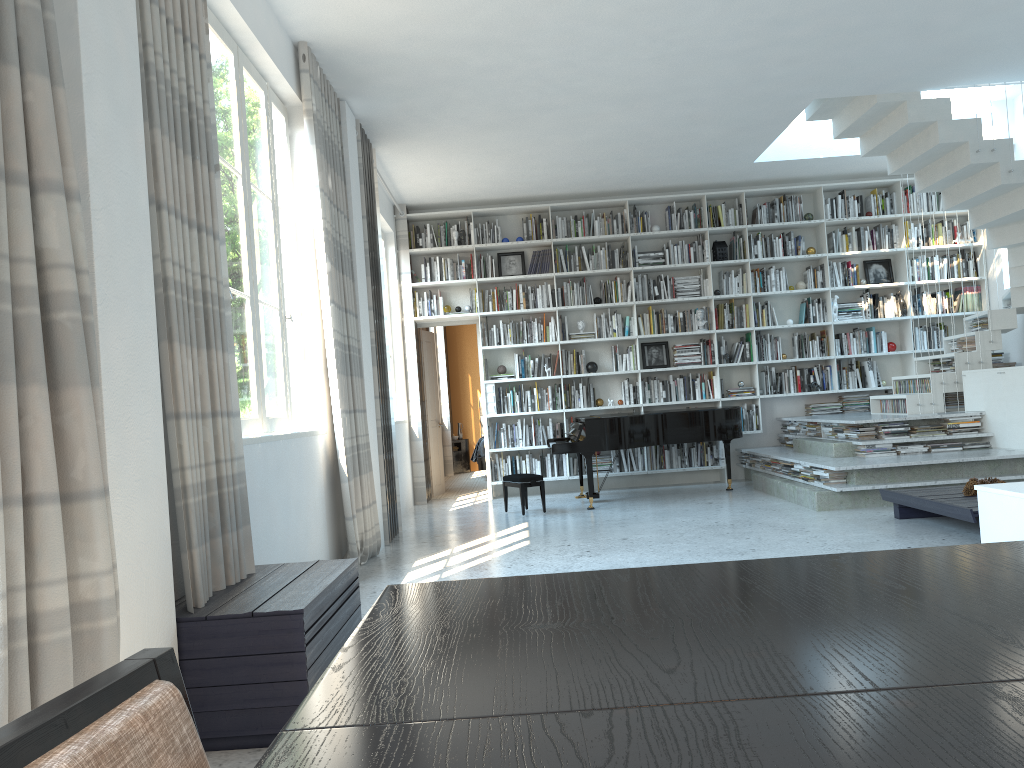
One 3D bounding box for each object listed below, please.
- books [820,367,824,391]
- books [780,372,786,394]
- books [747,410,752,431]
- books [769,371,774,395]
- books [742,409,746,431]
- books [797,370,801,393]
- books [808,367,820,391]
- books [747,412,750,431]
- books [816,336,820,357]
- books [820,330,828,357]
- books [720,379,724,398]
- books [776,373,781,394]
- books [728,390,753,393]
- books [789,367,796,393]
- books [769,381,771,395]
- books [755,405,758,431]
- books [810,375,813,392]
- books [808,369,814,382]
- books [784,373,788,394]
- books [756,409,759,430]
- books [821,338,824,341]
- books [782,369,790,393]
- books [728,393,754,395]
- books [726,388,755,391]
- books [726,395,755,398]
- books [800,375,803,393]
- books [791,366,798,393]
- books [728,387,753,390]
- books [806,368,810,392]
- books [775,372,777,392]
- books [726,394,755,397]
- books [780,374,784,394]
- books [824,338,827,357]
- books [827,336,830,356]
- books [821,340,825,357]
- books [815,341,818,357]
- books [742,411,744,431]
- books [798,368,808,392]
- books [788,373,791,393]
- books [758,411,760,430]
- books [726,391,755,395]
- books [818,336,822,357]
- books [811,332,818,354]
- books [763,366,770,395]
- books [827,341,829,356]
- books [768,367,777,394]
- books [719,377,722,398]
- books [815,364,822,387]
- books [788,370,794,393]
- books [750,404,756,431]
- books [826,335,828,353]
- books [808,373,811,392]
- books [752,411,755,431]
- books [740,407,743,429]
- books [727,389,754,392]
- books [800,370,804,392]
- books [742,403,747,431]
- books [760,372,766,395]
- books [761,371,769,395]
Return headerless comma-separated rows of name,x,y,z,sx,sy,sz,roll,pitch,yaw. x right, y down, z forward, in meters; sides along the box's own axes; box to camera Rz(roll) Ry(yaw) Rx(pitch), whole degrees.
books,3.369,-0.054,9.703,0.021,0.264,0.150,-4,-1,0
books,2.955,-0.009,9.709,0.029,0.234,0.142,-4,-1,0
books,2.563,0.395,9.591,0.026,0.225,0.175,-4,-1,0
books,2.812,-0.011,9.685,0.023,0.256,0.178,-4,-1,0
books,2.497,0.389,9.599,0.014,0.246,0.176,-4,-1,0
books,3.108,-0.025,9.690,0.031,0.244,0.184,-4,-1,0
books,3.310,-0.051,9.693,0.070,0.266,0.186,-4,-1,0
books,2.545,0.408,9.616,0.013,0.202,0.139,-4,-1,0
books,3.318,-0.400,9.695,0.018,0.229,0.182,-4,-1,0
books,3.410,-0.440,9.692,0.007,0.295,0.162,-4,-1,0
books,2.288,0.051,9.716,0.030,0.210,0.136,-4,-1,0
books,2.897,-0.004,9.698,0.065,0.231,0.162,-4,-1,0
books,2.484,0.086,9.652,0.254,0.012,0.161,-4,-2,5
books,3.073,-0.043,9.710,0.012,0.285,0.159,-4,-1,0
books,2.794,-0.001,9.709,0.015,0.240,0.152,-4,-1,0
books,2.626,0.368,9.619,0.015,0.271,0.157,-4,-1,0
books,3.257,-0.004,9.696,0.025,0.181,0.169,-4,-1,0
books,3.272,-0.039,9.698,0.012,0.249,0.164,-4,-1,0
books,2.982,-0.008,9.705,0.024,0.228,0.159,-4,-1,0
books,2.641,0.385,9.605,0.013,0.233,0.149,-4,-1,0
books,3.388,-0.393,9.709,0.016,0.205,0.141,-4,-1,0
books,2.999,-0.029,9.702,0.014,0.268,0.171,-4,-1,0
books,2.486,0.110,9.649,0.254,0.012,0.161,-4,-2,6
books,2.482,0.061,9.650,0.285,0.012,0.159,-4,-2,4
books,2.487,0.134,9.647,0.285,0.012,0.159,-4,-2,3
books,3.136,-0.024,9.704,0.025,0.238,0.156,-4,-1,0
books,3.085,-0.048,9.688,0.012,0.293,0.175,-4,-1,0
books,2.481,0.049,9.644,0.254,0.012,0.161,-4,-2,9
books,3.207,-0.041,9.701,0.026,0.263,0.169,-4,-1,0
books,2.858,-0.024,9.693,0.010,0.277,0.174,-4,-1,0
books,2.487,0.122,9.652,0.285,0.012,0.159,-4,-2,5
books,2.936,0.001,9.699,0.011,0.217,0.175,-4,-1,0
books,3.403,-0.393,9.699,0.013,0.204,0.158,-4,-1,0
books,3.445,-0.406,9.714,0.009,0.223,0.146,-4,-1,0
books,3.373,-0.380,9.681,0.016,0.180,0.189,-4,-1,0
books,3.295,-0.375,9.692,0.019,0.183,0.190,-4,-1,0
books,2.485,0.399,9.616,0.012,0.229,0.129,-4,-1,0
books,3.181,-0.039,9.694,0.026,0.262,0.173,-4,-1,0
books,3.014,-0.007,9.707,0.012,0.221,0.153,-4,-1,0
books,2.655,0.398,9.617,0.012,0.206,0.160,-4,-1,0
books,2.485,0.098,9.647,0.285,0.012,0.159,-4,-2,3
books,3.353,-0.404,9.708,0.021,0.231,0.155,-4,-1,0
books,3.304,-0.422,9.696,0.006,0.274,0.173,-4,-1,0
books,2.779,-0.038,9.685,0.010,0.316,0.187,-4,-1,0
books,3.437,-0.411,9.723,0.007,0.235,0.131,-4,-1,0
books,2.837,-0.031,9.684,0.030,0.294,0.188,-4,-1,0
books,2.258,0.043,9.713,0.027,0.229,0.141,-4,-1,0
books,3.351,-0.067,9.702,0.013,0.294,0.134,-4,-1,0
books,3.031,-0.024,9.691,0.025,0.252,0.181,-4,-1,0
books,2.608,0.361,9.598,0.021,0.285,0.172,-4,-1,0
books,3.425,-0.413,9.719,0.019,0.241,0.134,-4,-1,0
books,3.232,-0.017,9.702,0.022,0.211,0.135,-4,-1,0
books,2.594,0.399,9.590,0.011,0.212,0.178,-4,-1,0
books,2.475,0.382,9.608,0.005,0.264,0.162,-4,-1,0
books,2.482,0.073,9.641,0.254,0.012,0.161,-4,-2,0
books,3.159,-0.028,9.711,0.021,0.242,0.131,-4,-1,0
books,2.519,0.361,9.618,0.032,0.300,0.149,-4,-1,0
books,2.747,-0.004,9.703,0.012,0.254,0.161,-4,-1,0
books,2.764,-0.010,9.683,0.023,0.262,0.186,-4,-1,0
